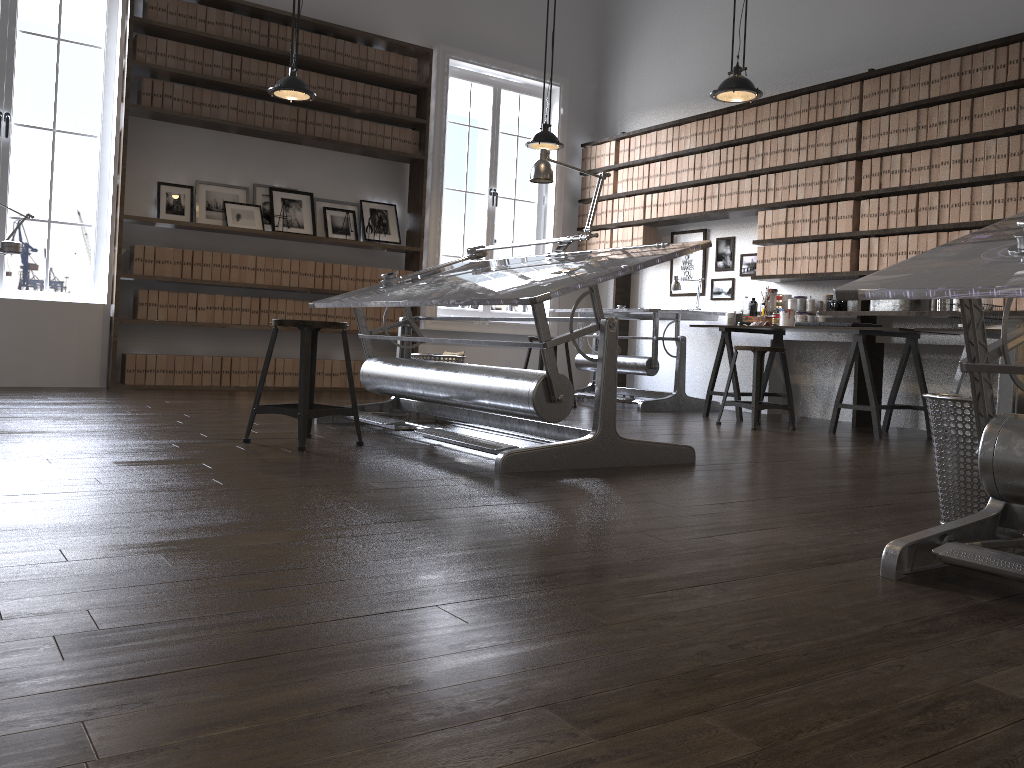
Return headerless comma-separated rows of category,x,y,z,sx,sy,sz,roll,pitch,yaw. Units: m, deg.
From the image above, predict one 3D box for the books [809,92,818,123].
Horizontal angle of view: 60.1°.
books,2.258,-2.004,6.483,0.174,0.226,0.067,2,0,-34

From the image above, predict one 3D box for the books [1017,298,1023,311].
books,3.055,-0.537,5.215,0.174,0.226,0.067,2,0,-34

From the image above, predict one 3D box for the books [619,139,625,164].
books,1.084,-2.142,8.225,0.174,0.225,0.067,2,0,-34

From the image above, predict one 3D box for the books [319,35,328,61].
books,-1.591,-2.753,7.338,0.066,0.225,0.175,3,1,-34

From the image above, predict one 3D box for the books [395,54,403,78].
books,-1.024,-2.744,7.726,0.066,0.226,0.175,3,1,-34

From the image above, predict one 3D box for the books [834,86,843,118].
books,2.381,-1.990,6.315,0.174,0.226,0.067,2,0,-34

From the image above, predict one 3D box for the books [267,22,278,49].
books,-1.941,-2.759,7.096,0.067,0.226,0.175,3,1,-34

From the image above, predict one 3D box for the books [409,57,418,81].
books,-0.904,-2.742,7.802,0.066,0.226,0.174,3,1,-34

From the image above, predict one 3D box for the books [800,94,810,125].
books,2.217,-2.009,6.543,0.174,0.226,0.067,2,0,-34

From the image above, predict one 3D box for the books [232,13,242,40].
books,-2.182,-2.763,6.938,0.066,0.226,0.175,3,1,-34

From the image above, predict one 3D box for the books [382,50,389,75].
books,-1.134,-2.746,7.649,0.066,0.225,0.175,3,1,-34

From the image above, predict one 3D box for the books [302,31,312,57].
books,-1.712,-2.755,7.259,0.066,0.226,0.174,3,1,-34

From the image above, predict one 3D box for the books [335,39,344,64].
books,-1.476,-2.751,7.410,0.066,0.226,0.175,3,1,-34

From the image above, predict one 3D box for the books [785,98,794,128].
books,2.144,-2.018,6.664,0.174,0.226,0.067,2,0,-34

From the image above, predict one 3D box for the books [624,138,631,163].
books,1.121,-2.137,8.160,0.174,0.226,0.067,2,0,-34

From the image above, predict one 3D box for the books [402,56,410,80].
books,-0.965,-2.743,7.766,0.066,0.226,0.174,3,1,-34

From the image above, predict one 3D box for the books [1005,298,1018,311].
books,3.015,-0.542,5.273,0.174,0.226,0.067,2,0,-34

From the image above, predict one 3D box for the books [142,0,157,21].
books,-2.694,-2.771,6.582,0.067,0.226,0.175,3,1,-34

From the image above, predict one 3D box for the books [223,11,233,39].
books,-2.234,-2.763,6.895,0.067,0.226,0.175,3,1,-34

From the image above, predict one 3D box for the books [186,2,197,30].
books,-2.462,-2.767,6.746,0.066,0.226,0.175,3,1,-34

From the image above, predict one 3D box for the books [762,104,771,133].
books,2.021,-2.032,6.838,0.174,0.225,0.067,2,0,-34

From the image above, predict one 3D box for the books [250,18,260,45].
books,-2.062,-2.761,7.014,0.066,0.226,0.174,3,1,-34

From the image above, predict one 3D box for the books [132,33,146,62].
books,-2.763,-2.454,6.553,0.066,0.226,0.174,3,1,-34

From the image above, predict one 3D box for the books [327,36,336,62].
books,-1.536,-2.752,7.370,0.067,0.226,0.175,3,1,-34

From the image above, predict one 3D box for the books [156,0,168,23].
books,-2.634,-2.770,6.623,0.066,0.226,0.175,3,1,-34

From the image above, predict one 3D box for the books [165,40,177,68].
books,-2.586,-2.451,6.669,0.066,0.225,0.175,3,1,-34

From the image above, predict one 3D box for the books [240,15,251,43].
books,-2.123,-2.762,6.978,0.066,0.226,0.174,3,1,-34

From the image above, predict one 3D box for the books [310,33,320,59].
books,-1.653,-2.754,7.297,0.066,0.226,0.175,3,1,-34

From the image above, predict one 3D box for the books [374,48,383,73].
books,-1.185,-2.746,7.613,0.066,0.225,0.175,3,1,-34

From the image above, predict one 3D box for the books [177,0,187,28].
books,-2.521,-2.768,6.709,0.066,0.226,0.174,3,1,-34

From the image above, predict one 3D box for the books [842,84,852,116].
books,2.417,-1.986,6.255,0.174,0.226,0.067,2,0,-34

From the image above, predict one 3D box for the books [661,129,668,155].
books,1.395,-2.105,7.760,0.174,0.225,0.067,2,0,-34

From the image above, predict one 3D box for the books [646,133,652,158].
books,1.287,-2.118,7.925,0.174,0.226,0.067,2,0,-34

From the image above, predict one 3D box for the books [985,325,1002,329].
books,2.747,-0.297,4.760,0.256,0.029,0.355,1,3,-34

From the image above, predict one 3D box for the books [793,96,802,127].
books,2.180,-2.013,6.605,0.174,0.226,0.067,2,0,-34

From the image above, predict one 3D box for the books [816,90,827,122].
books,2.297,-2.000,6.433,0.174,0.225,0.067,2,0,-34

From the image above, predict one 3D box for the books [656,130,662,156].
books,1.361,-2.109,7.813,0.174,0.225,0.067,2,0,-34

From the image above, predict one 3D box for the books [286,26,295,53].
books,-1.825,-2.757,7.173,0.066,0.226,0.175,3,1,-34

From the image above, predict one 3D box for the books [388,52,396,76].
books,-1.076,-2.744,7.683,0.067,0.226,0.175,3,1,-34

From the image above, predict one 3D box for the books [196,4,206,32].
books,-2.402,-2.766,6.783,0.067,0.226,0.175,3,1,-34

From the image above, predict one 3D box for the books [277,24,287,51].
books,-1.883,-2.758,7.142,0.066,0.225,0.175,3,1,-34

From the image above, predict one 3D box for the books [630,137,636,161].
books,1.168,-2.132,8.101,0.174,0.226,0.067,2,0,-34

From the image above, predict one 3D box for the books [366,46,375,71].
books,-1.244,-2.747,7.570,0.067,0.226,0.175,3,1,-34

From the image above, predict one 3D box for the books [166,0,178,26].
books,-2.576,-2.769,6.666,0.066,0.226,0.174,3,1,-34

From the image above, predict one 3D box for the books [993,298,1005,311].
books,2.973,-0.547,5.326,0.174,0.226,0.067,2,0,-34

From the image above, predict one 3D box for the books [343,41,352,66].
books,-1.418,-2.750,7.454,0.066,0.226,0.174,3,1,-34

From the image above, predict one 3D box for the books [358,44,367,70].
books,-1.304,-2.748,7.534,0.066,0.226,0.175,3,1,-34

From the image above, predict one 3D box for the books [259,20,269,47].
books,-2.006,-2.760,7.058,0.066,0.226,0.175,3,1,-34

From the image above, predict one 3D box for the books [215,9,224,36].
books,-2.292,-2.765,6.862,0.066,0.225,0.175,3,1,-34

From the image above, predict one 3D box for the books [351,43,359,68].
books,-1.363,-2.749,7.496,0.066,0.226,0.174,3,1,-34

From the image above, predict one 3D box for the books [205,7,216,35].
books,-2.343,-2.765,6.825,0.066,0.225,0.175,3,1,-34

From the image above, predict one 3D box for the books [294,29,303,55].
books,-1.767,-2.756,7.217,0.066,0.226,0.174,3,1,-34

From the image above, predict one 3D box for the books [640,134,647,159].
books,1.247,-2.123,7.984,0.174,0.226,0.067,2,0,-34

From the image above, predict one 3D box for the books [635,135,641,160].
books,1.204,-2.128,8.040,0.174,0.226,0.067,2,0,-34

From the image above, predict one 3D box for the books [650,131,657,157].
books,1.320,-2.114,7.866,0.174,0.226,0.067,2,0,-34

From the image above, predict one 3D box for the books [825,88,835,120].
books,2.340,-1.995,6.372,0.174,0.226,0.067,2,0,-34
